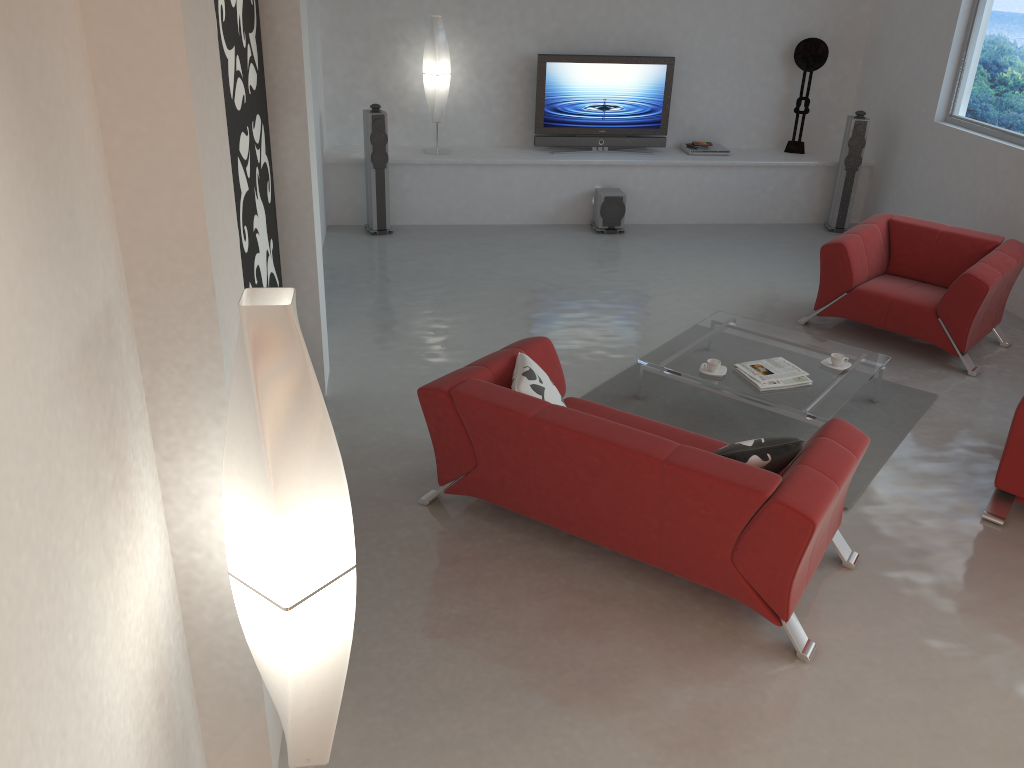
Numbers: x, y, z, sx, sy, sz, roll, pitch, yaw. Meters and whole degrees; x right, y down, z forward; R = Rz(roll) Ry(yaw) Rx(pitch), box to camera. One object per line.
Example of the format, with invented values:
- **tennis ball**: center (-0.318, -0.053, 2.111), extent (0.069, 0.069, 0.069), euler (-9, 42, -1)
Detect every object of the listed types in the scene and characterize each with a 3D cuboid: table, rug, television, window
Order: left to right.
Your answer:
- **television**: center (0.911, -2.788, 8.842), extent (1.356, 0.919, 0.343), euler (-2, 26, -7)
- **rug**: center (1.525, 0.105, 5.500), extent (1.700, 0.025, 1.700), euler (20, 31, 32)
- **table**: center (1.538, -0.030, 5.444), extent (1.162, 0.286, 1.097), euler (20, 31, 32)
- **window**: center (4.142, -2.657, 6.567), extent (0.100, 1.800, 2.400), euler (-2, 26, -7)

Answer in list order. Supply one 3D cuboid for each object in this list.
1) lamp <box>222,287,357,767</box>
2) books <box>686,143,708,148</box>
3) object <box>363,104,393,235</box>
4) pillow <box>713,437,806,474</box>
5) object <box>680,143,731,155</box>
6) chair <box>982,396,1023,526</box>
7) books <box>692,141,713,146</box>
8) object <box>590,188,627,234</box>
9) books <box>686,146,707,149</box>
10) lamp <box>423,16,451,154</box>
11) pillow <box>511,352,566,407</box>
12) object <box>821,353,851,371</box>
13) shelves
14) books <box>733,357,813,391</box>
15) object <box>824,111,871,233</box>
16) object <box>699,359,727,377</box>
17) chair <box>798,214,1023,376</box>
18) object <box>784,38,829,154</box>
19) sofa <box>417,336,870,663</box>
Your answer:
- **lamp**: center (-0.557, 0.609, 2.303), extent (0.313, 1.779, 0.313), euler (2, 26, 0)
- **books**: center (1.906, -2.457, 9.120), extent (0.190, 0.015, 0.135), euler (-11, 29, -25)
- **object**: center (-1.257, -1.997, 8.242), extent (0.255, 1.184, 0.273), euler (-9, 28, -21)
- **pillow**: center (0.973, 0.347, 3.734), extent (0.402, 0.343, 0.288), euler (-5, 27, -14)
- **object**: center (1.995, -2.431, 9.173), extent (0.430, 0.045, 0.352), euler (-2, 26, -7)
- **chair**: center (3.097, 0.285, 4.422), extent (0.951, 0.738, 1.288), euler (24, 33, 37)
- **books**: center (1.957, -2.470, 9.116), extent (0.190, 0.015, 0.135), euler (3, 26, 2)
- **object**: center (0.954, -1.706, 8.735), extent (0.336, 0.374, 0.337), euler (-2, 26, -7)
- **books**: center (1.906, -2.443, 9.124), extent (0.190, 0.015, 0.135), euler (-20, 34, -38)
- **lamp**: center (-0.720, -2.851, 8.483), extent (0.263, 1.239, 0.263), euler (-5, 27, -15)
- **pillow**: center (0.137, 0.083, 4.209), extent (0.288, 0.343, 0.402), euler (2, 26, -1)
- **object**: center (1.936, -0.138, 5.292), extent (0.153, 0.069, 0.153), euler (-19, 33, -37)
- **shelves**: center (0.915, -2.302, 8.952), extent (5.500, 0.050, 0.650), euler (-2, 26, -7)
- **books**: center (1.512, -0.064, 5.149), extent (0.367, 0.035, 0.345), euler (-6, 27, -16)
- **object**: center (3.351, -2.119, 8.838), extent (0.255, 1.184, 0.273), euler (5, 26, 6)
- **object**: center (1.173, -0.101, 5.159), extent (0.153, 0.069, 0.153), euler (10, 27, 16)
- **chair**: center (2.933, -0.713, 6.445), extent (1.288, 0.738, 0.951), euler (24, 33, 37)
- **object**: center (2.984, -2.938, 9.066), extent (0.331, 1.130, 0.108), euler (10, 27, 15)
- **sofa**: center (0.565, 0.377, 4.044), extent (1.929, 0.738, 0.951), euler (17, 30, 28)
